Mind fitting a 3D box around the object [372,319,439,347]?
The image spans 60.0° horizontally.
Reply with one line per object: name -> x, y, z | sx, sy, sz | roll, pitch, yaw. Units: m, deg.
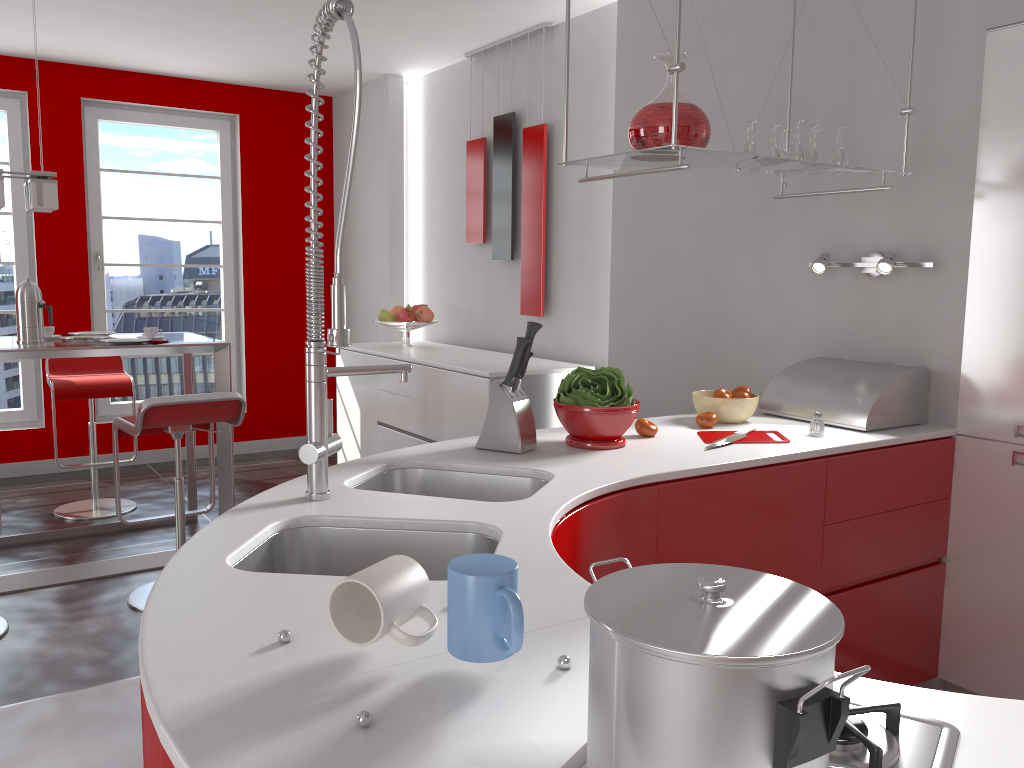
object -> -0.643, -0.305, 5.356 | 0.398, 0.159, 0.398 | 3, 7, 16

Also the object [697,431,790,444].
object -> 0.642, 0.148, 2.470 | 0.266, 0.006, 0.168 | 0, 7, -6

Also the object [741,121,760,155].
object -> 0.689, -0.687, 2.569 | 0.060, 0.141, 0.060 | -4, 8, -33

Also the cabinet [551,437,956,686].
cabinet -> 0.638, 0.630, 1.925 | 1.025, 0.761, 1.875 | 2, 7, 12

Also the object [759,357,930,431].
object -> 1.045, 0.022, 2.814 | 0.300, 0.170, 0.400 | -4, 8, -33

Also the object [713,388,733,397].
object -> 0.661, 0.042, 2.770 | 0.062, 0.052, 0.065 | 7, 9, 41

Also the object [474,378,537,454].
object -> -0.016, 0.076, 2.262 | 0.137, 0.178, 0.091 | 5, 8, 30

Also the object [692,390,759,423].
object -> 0.661, 0.074, 2.754 | 0.201, 0.086, 0.201 | -4, 8, -32

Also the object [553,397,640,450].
object -> 0.222, 0.102, 2.344 | 0.228, 0.118, 0.229 | 4, 8, 28

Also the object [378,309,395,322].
object -> -0.749, -0.405, 5.300 | 0.100, 0.086, 0.083 | 3, 7, 16

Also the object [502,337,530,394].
object -> -0.013, 0.020, 2.221 | 0.130, 0.279, 0.012 | 4, 8, 28

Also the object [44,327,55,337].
object -> -2.147, -0.238, 4.084 | 0.078, 0.049, 0.062 | 2, 7, 7

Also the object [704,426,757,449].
object -> 0.606, 0.146, 2.425 | 0.041, 0.008, 0.375 | 5, 9, 33

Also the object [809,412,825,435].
object -> 0.872, 0.113, 2.533 | 0.043, 0.066, 0.042 | -2, 8, -20

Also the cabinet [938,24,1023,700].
cabinet -> 2.250, 0.117, 1.825 | 0.614, 2.026, 2.398 | -4, 8, -33

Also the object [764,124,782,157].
object -> 0.771, -0.693, 2.624 | 0.060, 0.141, 0.060 | -4, 8, -33

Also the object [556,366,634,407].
object -> 0.214, 0.049, 2.331 | 0.198, 0.182, 0.193 | -3, 8, -27

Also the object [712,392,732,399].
object -> 0.641, 0.049, 2.708 | 0.066, 0.049, 0.062 | -3, 8, -25

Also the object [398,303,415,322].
object -> -0.631, -0.417, 5.250 | 0.097, 0.133, 0.117 | -6, 10, -43

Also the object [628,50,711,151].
object -> 0.411, -0.721, 2.306 | 0.213, 0.266, 0.213 | 0, 7, -5

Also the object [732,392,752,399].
object -> 0.705, 0.048, 2.727 | 0.066, 0.049, 0.062 | -4, 9, -36

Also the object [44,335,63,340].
object -> -2.139, -0.214, 4.086 | 0.119, 0.016, 0.119 | -4, 9, -36

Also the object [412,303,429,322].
object -> -0.575, -0.439, 5.425 | 0.117, 0.129, 0.150 | 3, 7, 14

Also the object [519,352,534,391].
object -> 0.014, 0.013, 2.267 | 0.091, 0.197, 0.009 | 4, 8, 28

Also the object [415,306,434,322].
object -> -0.516, -0.417, 5.314 | 0.097, 0.101, 0.121 | 6, 9, 35

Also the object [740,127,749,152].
object -> 0.706, -0.701, 2.679 | 0.060, 0.141, 0.060 | 5, 9, 33

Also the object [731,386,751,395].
object -> 0.719, 0.036, 2.786 | 0.066, 0.058, 0.055 | 7, 10, 42

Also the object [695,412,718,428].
object -> 0.578, 0.108, 2.633 | 0.065, 0.047, 0.063 | -4, 9, -33

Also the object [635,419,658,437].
object -> 0.375, 0.122, 2.477 | 0.063, 0.048, 0.064 | 6, 9, 34

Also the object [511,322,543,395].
object -> 0.009, 0.002, 2.238 | 0.150, 0.322, 0.014 | 4, 8, 28

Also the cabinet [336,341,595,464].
cabinet -> -0.348, 0.269, 4.973 | 0.610, 0.880, 1.802 | -4, 8, -33

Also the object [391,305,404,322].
object -> -0.697, -0.429, 5.435 | 0.096, 0.105, 0.117 | 0, 7, -4
